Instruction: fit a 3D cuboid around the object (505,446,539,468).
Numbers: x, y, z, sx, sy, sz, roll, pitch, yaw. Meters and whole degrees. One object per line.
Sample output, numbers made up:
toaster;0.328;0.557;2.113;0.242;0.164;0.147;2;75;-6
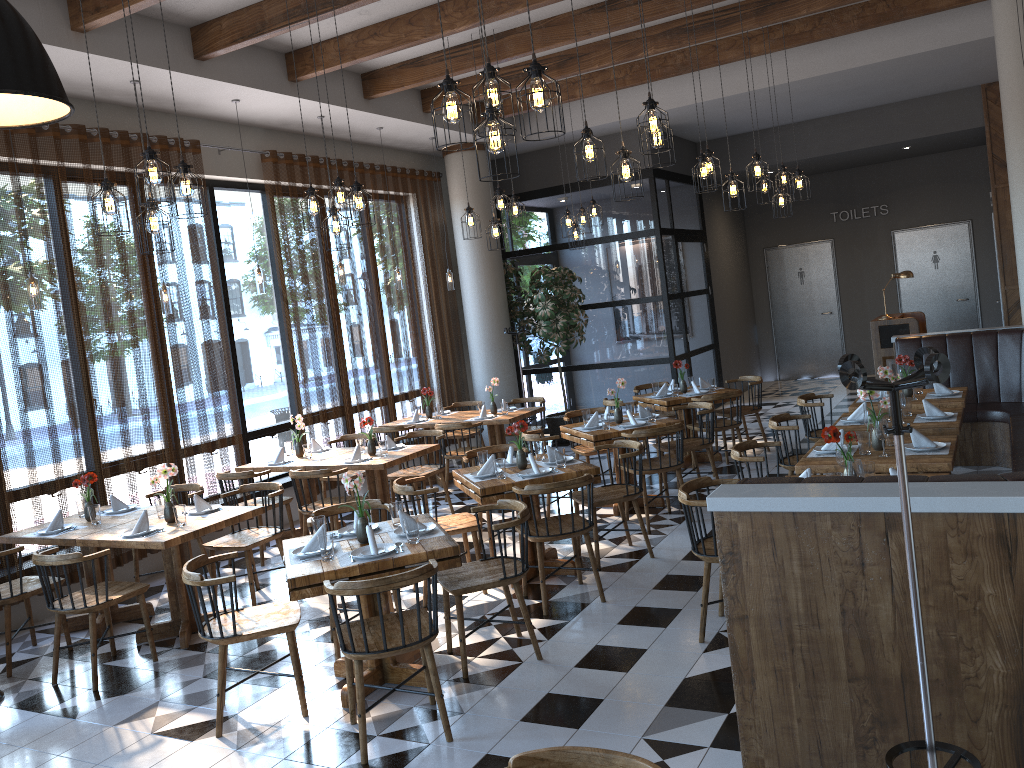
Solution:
object;-0.009;0.523;6.562;0.352;0.137;0.272;-8;5;-16

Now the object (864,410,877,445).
object;2.298;0.276;5.669;0.081;0.215;0.081;-7;3;-7

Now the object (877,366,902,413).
object;2.753;0.058;6.444;0.146;0.399;0.207;-5;4;37

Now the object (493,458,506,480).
object;-0.079;0.580;6.037;0.080;0.132;0.080;-4;5;44

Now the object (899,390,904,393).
object;3.206;0.059;7.332;0.080;0.132;0.080;-6;3;14

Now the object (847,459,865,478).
object;1.669;0.475;4.294;0.081;0.215;0.081;-7;3;-2

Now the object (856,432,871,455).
object;2.140;0.362;5.384;0.080;0.132;0.080;-5;4;34

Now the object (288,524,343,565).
object;-1.044;0.818;4.665;0.272;0.137;0.352;-8;5;-16

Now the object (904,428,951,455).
object;2.476;0.323;5.330;0.271;0.137;0.353;-5;5;29

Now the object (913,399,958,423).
object;3.006;0.172;6.297;0.271;0.137;0.353;-5;5;29

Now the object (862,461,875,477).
object;1.835;0.472;4.567;0.080;0.132;0.080;-5;4;29

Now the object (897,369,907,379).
object;3.339;-0.021;7.569;0.081;0.215;0.081;-6;3;21

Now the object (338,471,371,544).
object;-0.830;0.654;4.715;0.147;0.399;0.206;-10;4;-41

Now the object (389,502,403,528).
object;-0.650;0.741;5.016;0.080;0.132;0.080;-7;3;-6

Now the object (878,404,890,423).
object;2.679;0.209;6.368;0.080;0.132;0.080;-6;3;14

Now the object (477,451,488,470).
object;-0.208;0.559;6.459;0.080;0.132;0.080;-5;4;34

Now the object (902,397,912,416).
object;2.900;0.169;6.512;0.080;0.132;0.080;-5;4;29

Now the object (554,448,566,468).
object;0.337;0.517;6.169;0.080;0.132;0.080;-5;4;34

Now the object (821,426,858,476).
object;1.678;0.383;4.519;0.171;0.354;0.157;-5;4;32

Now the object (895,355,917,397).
object;3.298;-0.071;7.396;0.156;0.354;0.171;-6;3;23

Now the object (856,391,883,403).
object;3.078;0.055;7.519;0.271;0.137;0.353;-5;5;29

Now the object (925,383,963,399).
object;3.531;0.023;7.256;0.271;0.137;0.353;-5;5;29

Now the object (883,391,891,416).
object;2.811;0.130;6.606;0.081;0.215;0.081;-6;3;21

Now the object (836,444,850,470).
object;1.761;0.429;4.688;0.081;0.215;0.081;-5;4;38

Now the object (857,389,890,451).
object;2.252;0.206;5.472;0.206;0.399;0.147;-5;3;32

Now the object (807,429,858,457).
object;2.023;0.356;5.593;0.271;0.137;0.353;-5;5;29

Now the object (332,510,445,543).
object;-0.718;0.758;4.882;0.583;0.137;0.578;-8;5;-16

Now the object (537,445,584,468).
object;0.322;0.497;6.381;0.272;0.137;0.352;-8;5;-16

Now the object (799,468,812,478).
object;1.487;0.509;4.613;0.271;0.137;0.353;-5;5;29

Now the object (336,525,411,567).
object;-0.713;0.793;4.484;0.352;0.137;0.272;-8;5;-16

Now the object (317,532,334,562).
object;-0.935;0.824;4.473;0.080;0.132;0.080;-7;3;4

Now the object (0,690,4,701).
object;-3.272;1.057;5.124;0.374;1.655;0.375;-7;3;12

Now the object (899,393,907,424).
object;2.735;0.171;6.239;0.081;0.215;0.081;-9;3;-30

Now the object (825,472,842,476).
object;1.613;0.512;4.423;0.080;0.132;0.080;-6;3;14

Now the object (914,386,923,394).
object;3.428;0.018;7.476;0.080;0.132;0.080;-5;4;29

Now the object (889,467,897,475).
object;1.939;0.476;4.350;0.271;0.137;0.353;-5;5;29

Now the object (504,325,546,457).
object;0.152;0.082;11.377;0.376;1.655;0.374;-9;3;-38

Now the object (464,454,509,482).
object;-0.184;0.574;6.230;0.272;0.137;0.352;-8;5;-16

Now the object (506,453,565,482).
object;0.147;0.548;6.048;0.352;0.137;0.272;-8;5;-16

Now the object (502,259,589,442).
object;0.327;-0.476;12.113;1.633;2.587;1.384;-6;3;13

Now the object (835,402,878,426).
object;2.553;0.205;6.560;0.271;0.137;0.353;-5;5;29

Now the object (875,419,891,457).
object;2.208;0.321;5.278;0.081;0.215;0.081;-7;3;-7

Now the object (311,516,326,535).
object;-1.064;0.803;4.896;0.080;0.132;0.080;-7;3;4

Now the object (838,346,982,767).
object;1.168;0.734;2.537;0.374;1.655;0.375;-7;3;7

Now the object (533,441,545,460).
object;0.206;0.497;6.580;0.080;0.132;0.080;-5;4;34

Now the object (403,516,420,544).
object;-0.519;0.761;4.605;0.080;0.132;0.080;-7;3;-6

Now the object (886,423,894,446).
object;2.374;0.319;5.551;0.080;0.132;0.080;-5;4;29

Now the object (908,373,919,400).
object;3.262;0.021;7.203;0.081;0.215;0.081;-9;3;-30

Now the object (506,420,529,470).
object;0.050;0.432;6.263;0.156;0.354;0.171;-7;3;-6
